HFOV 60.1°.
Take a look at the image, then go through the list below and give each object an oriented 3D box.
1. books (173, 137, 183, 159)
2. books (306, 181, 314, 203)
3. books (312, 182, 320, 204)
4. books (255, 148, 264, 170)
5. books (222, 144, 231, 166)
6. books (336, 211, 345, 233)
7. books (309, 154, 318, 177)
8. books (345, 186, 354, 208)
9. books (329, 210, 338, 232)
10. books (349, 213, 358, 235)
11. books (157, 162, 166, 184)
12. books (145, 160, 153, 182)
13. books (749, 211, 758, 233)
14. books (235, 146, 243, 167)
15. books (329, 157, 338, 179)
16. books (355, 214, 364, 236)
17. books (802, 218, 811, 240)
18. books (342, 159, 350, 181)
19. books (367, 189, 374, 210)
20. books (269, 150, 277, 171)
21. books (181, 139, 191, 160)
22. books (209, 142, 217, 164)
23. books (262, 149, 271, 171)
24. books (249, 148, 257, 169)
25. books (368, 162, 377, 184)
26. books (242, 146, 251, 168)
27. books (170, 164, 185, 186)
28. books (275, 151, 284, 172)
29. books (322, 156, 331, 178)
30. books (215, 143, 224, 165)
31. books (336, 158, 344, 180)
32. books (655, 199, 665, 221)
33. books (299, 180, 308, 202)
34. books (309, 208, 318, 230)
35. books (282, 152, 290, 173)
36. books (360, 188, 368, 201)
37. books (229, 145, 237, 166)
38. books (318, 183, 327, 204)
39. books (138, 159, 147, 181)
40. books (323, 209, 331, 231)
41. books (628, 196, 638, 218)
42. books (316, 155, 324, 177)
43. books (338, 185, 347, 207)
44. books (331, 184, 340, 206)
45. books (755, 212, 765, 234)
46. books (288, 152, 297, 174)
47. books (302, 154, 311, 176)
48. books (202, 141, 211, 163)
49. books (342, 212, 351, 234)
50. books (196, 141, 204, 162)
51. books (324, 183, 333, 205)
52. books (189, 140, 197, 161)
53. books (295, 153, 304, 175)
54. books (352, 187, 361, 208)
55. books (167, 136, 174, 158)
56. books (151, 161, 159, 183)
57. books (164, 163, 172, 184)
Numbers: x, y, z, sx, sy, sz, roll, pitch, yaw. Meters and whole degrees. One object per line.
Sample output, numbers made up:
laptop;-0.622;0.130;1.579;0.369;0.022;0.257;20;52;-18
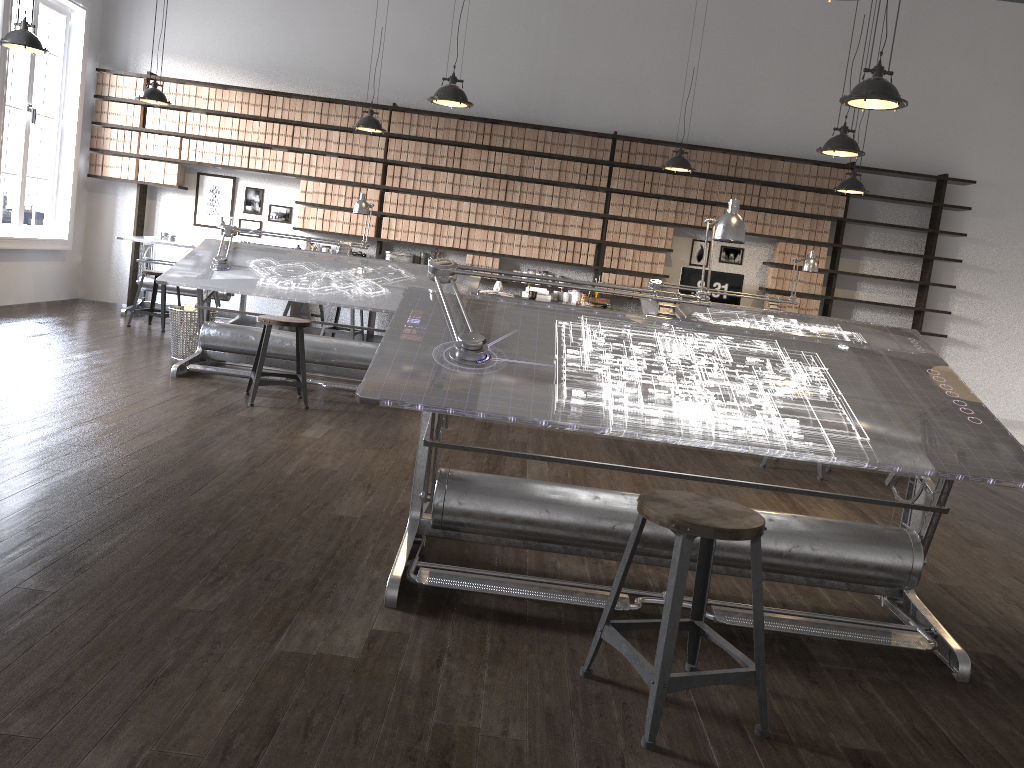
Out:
books;-3.501;-2.477;9.333;0.067;0.224;0.175;7;7;0
books;-2.115;-2.021;9.355;0.067;0.224;0.175;7;7;0
books;-2.052;-2.013;9.356;0.067;0.224;0.175;7;7;0
books;-2.635;-2.358;9.331;0.067;0.224;0.175;7;7;0
books;-2.981;-2.402;9.331;0.067;0.224;0.175;7;7;0
books;-1.805;-1.710;9.379;0.067;0.224;0.175;7;7;0
books;-2.076;-2.293;9.329;0.067;0.224;0.175;7;7;0
books;-1.708;-1.969;9.356;0.067;0.224;0.175;7;7;0
books;-1.874;-1.720;9.383;0.067;0.224;0.175;7;7;0
books;-1.662;-1.691;9.375;0.067;0.224;0.175;7;7;0
books;-3.676;-2.223;9.360;0.067;0.224;0.175;7;7;0
books;-3.804;-2.240;9.364;0.067;0.224;0.175;7;7;0
books;2.514;-1.696;9.303;0.067;0.224;0.175;7;7;0
books;-2.853;-2.387;9.337;0.067;0.224;0.175;7;7;0
books;-1.868;-2.266;9.326;0.067;0.224;0.175;7;7;0
books;-1.599;-1.684;9.379;0.067;0.224;0.175;7;7;0
books;3.066;-1.624;9.300;0.067;0.224;0.175;7;7;0
books;-1.734;-2.249;9.329;0.067;0.224;0.175;7;7;0
books;-1.485;-1.939;9.353;0.067;0.224;0.175;7;7;0
books;-2.494;-2.340;9.335;0.067;0.224;0.175;7;7;0
books;-3.414;-2.459;9.336;0.067;0.224;0.175;7;7;0
books;-3.124;-2.422;9.335;0.067;0.224;0.175;7;7;0
books;-2.564;-2.349;9.335;0.067;0.224;0.175;7;7;0
books;-2.705;-2.368;9.336;0.067;0.224;0.175;7;7;0
books;-1.460;-2.213;9.325;0.067;0.224;0.175;7;7;0
books;-2.779;-2.377;9.331;0.067;0.224;0.175;7;7;0
books;-3.538;-2.206;9.364;0.067;0.224;0.175;7;7;0
books;-2.427;-2.331;9.328;0.067;0.224;0.175;7;7;0
books;-1.938;-2.275;9.330;0.067;0.224;0.175;7;7;0
books;-3.052;-2.412;9.331;0.067;0.224;0.175;7;7;0
books;-1.796;-2.256;9.328;0.067;0.224;0.175;7;7;0
books;1.547;-1.822;9.311;0.067;0.224;0.175;7;7;0
books;-2.186;-2.030;9.353;0.067;0.224;0.175;7;7;0
books;-2.085;-1.747;9.380;0.067;0.224;0.175;7;7;0
books;-2.361;-2.323;9.333;0.067;0.224;0.175;7;7;0
books;-1.560;-1.949;9.356;0.067;0.224;0.175;7;7;0
books;-2.918;-2.395;9.335;0.067;0.224;0.175;7;7;0
books;-1.986;-2.004;9.351;0.067;0.224;0.175;7;7;0
books;-3.876;-2.249;9.362;0.067;0.224;0.175;7;7;0
books;-1.944;-1.729;9.381;0.067;0.224;0.175;7;7;0
books;1.267;-1.858;9.312;0.067;0.224;0.175;7;7;0
books;-2.007;-2.284;9.332;0.067;0.224;0.175;7;7;0
books;-1.778;-1.977;9.352;0.067;0.224;0.175;7;7;0
books;-1.849;-1.987;9.357;0.067;0.224;0.175;7;7;0
books;2.586;-1.687;9.302;0.067;0.224;0.175;7;7;0
books;-2.299;-2.314;9.331;0.067;0.224;0.175;7;7;0
books;-2.148;-2.302;9.326;0.067;0.224;0.175;7;7;0
books;-3.193;-2.431;9.339;0.067;0.224;0.175;7;7;0
books;-1.733;-1.700;9.375;0.067;0.224;0.175;7;7;0
books;-3.263;-2.440;9.338;0.067;0.224;0.175;7;7;0
books;-1.919;-1.996;9.357;0.067;0.224;0.175;7;7;0
books;-3.332;-2.448;9.334;0.067;0.224;0.175;7;7;0
books;-2.227;-2.305;9.328;0.067;0.224;0.175;7;7;0
books;-1.634;-1.958;9.350;0.067;0.224;0.175;7;7;0
books;-3.564;-2.486;9.337;0.067;0.224;0.175;7;7;0
books;-3.742;-2.232;9.365;0.067;0.224;0.175;7;7;0
books;-3.607;-2.215;9.366;0.067;0.224;0.175;7;7;0
